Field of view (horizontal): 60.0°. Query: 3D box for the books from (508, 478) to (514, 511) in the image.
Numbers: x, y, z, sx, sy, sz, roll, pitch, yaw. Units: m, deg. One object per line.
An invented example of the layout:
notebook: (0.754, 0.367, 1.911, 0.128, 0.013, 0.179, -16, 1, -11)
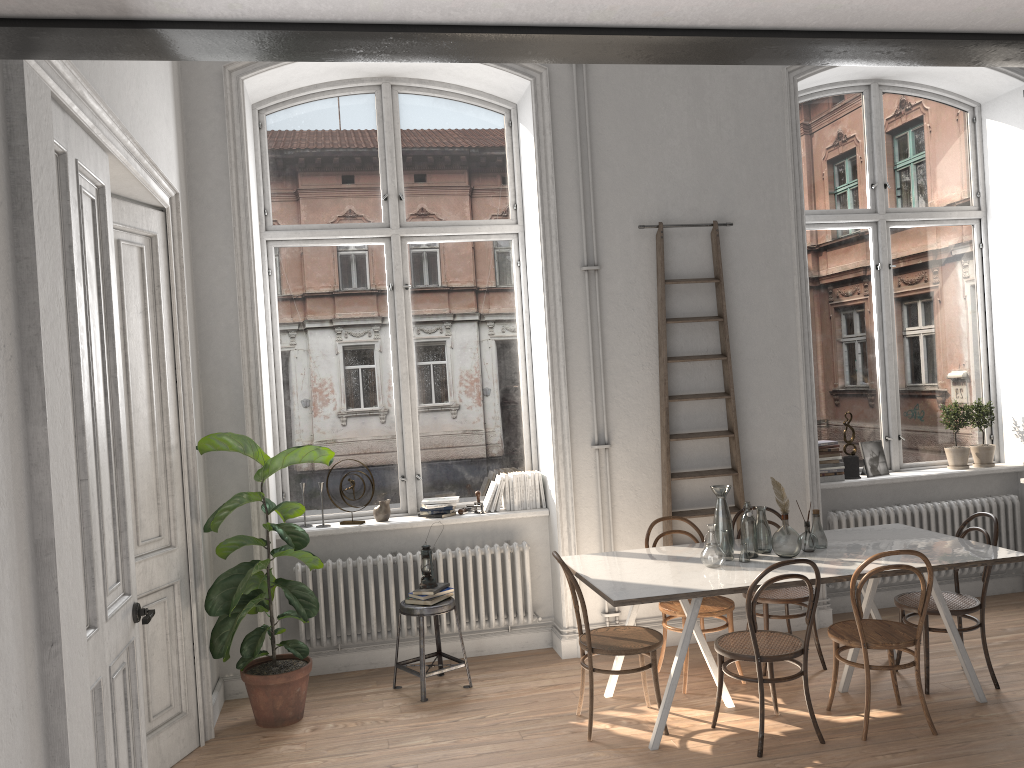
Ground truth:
books: (-0.015, 0.751, 6.042, 0.020, 0.205, 0.155, -4, 0, -11)

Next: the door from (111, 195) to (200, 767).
door: (-1.842, 0.503, 4.139, 0.216, 2.814, 1.096, -3, 1, 14)

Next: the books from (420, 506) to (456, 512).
books: (-0.493, 0.827, 5.935, 0.221, 0.023, 0.147, -3, 0, 5)

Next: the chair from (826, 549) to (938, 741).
chair: (1.817, 1.232, 4.402, 0.438, 0.921, 0.549, -3, 1, 0)

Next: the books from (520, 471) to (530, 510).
books: (0.088, 0.725, 6.061, 0.019, 0.244, 0.174, -4, 0, -11)

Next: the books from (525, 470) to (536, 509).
books: (0.129, 0.723, 6.091, 0.024, 0.243, 0.175, -4, 0, -11)

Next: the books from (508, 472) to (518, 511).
books: (0.007, 0.730, 6.036, 0.024, 0.243, 0.175, -4, 0, -11)

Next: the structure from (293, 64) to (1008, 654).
structure: (1.068, -0.506, 6.000, 5.181, 4.474, 0.340, -4, 1, -11)

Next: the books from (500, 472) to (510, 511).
books: (-0.046, 0.734, 6.058, 0.024, 0.243, 0.175, -4, 0, -11)

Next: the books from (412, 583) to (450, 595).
books: (-0.490, 1.243, 5.380, 0.147, 0.027, 0.221, -3, 0, 21)

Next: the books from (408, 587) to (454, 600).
books: (-0.490, 1.265, 5.380, 0.232, 0.029, 0.163, -4, 0, -40)

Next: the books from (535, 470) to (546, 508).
books: (0.188, 0.719, 6.080, 0.040, 0.244, 0.174, -4, 0, -11)

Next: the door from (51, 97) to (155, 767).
door: (-1.462, 0.482, 3.028, 0.216, 2.814, 1.097, -4, 1, -9)

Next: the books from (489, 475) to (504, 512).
books: (-0.113, 0.741, 6.023, 0.100, 0.235, 0.174, -4, 0, -11)

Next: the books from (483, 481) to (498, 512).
books: (-0.151, 0.763, 6.020, 0.105, 0.194, 0.155, -4, 0, -12)

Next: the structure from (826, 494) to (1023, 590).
structure: (2.968, 1.135, 6.436, 1.577, 0.552, 0.194, -4, 1, -11)

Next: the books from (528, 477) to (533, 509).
books: (0.111, 0.743, 6.066, 0.020, 0.205, 0.155, -4, 0, -11)

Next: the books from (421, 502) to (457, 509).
books: (-0.490, 0.806, 5.924, 0.205, 0.020, 0.155, -4, 0, -21)

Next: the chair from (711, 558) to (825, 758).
chair: (1.236, 1.267, 4.328, 0.438, 0.921, 0.549, -4, 1, -15)

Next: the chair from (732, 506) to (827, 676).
chair: (1.615, 1.242, 5.437, 0.438, 0.921, 0.549, -4, 1, -4)

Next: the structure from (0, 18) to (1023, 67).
structure: (2.069, -1.372, 0.056, 5.926, 1.213, 4.158, -4, 0, -11)

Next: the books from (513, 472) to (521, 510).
books: (0.027, 0.729, 6.049, 0.019, 0.244, 0.174, -4, 0, -11)

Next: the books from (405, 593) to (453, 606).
books: (-0.499, 1.292, 5.375, 0.194, 0.034, 0.246, -3, 0, 29)

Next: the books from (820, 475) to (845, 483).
books: (2.254, 0.684, 6.449, 0.248, 0.043, 0.192, -3, 0, -11)

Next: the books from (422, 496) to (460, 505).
books: (-0.477, 0.780, 5.947, 0.244, 0.019, 0.174, -3, 0, -1)

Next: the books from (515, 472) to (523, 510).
books: (0.043, 0.728, 6.070, 0.019, 0.244, 0.174, -4, 0, -11)

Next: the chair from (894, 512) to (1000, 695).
chair: (2.424, 1.194, 4.948, 0.549, 0.921, 0.438, -3, 1, 2)

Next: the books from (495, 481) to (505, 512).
books: (-0.088, 0.756, 6.029, 0.072, 0.203, 0.155, -4, 0, -11)

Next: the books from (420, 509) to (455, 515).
books: (-0.495, 0.849, 5.936, 0.205, 0.022, 0.155, -3, 0, 9)

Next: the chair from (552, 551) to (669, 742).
chair: (0.509, 1.311, 4.607, 0.549, 0.921, 0.438, -3, 1, -2)

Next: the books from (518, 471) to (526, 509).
books: (0.063, 0.727, 6.078, 0.024, 0.243, 0.175, -4, 0, -11)

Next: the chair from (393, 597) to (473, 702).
chair: (-0.493, 1.567, 5.342, 0.364, 0.523, 0.360, -4, 1, -37)

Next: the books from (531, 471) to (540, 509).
books: (0.157, 0.721, 6.076, 0.024, 0.243, 0.175, -4, 0, -11)

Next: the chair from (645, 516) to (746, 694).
chair: (1.067, 1.275, 5.253, 0.438, 0.921, 0.549, -4, 1, -13)

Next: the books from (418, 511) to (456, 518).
books: (-0.500, 0.872, 5.939, 0.221, 0.023, 0.147, -3, 0, 38)
